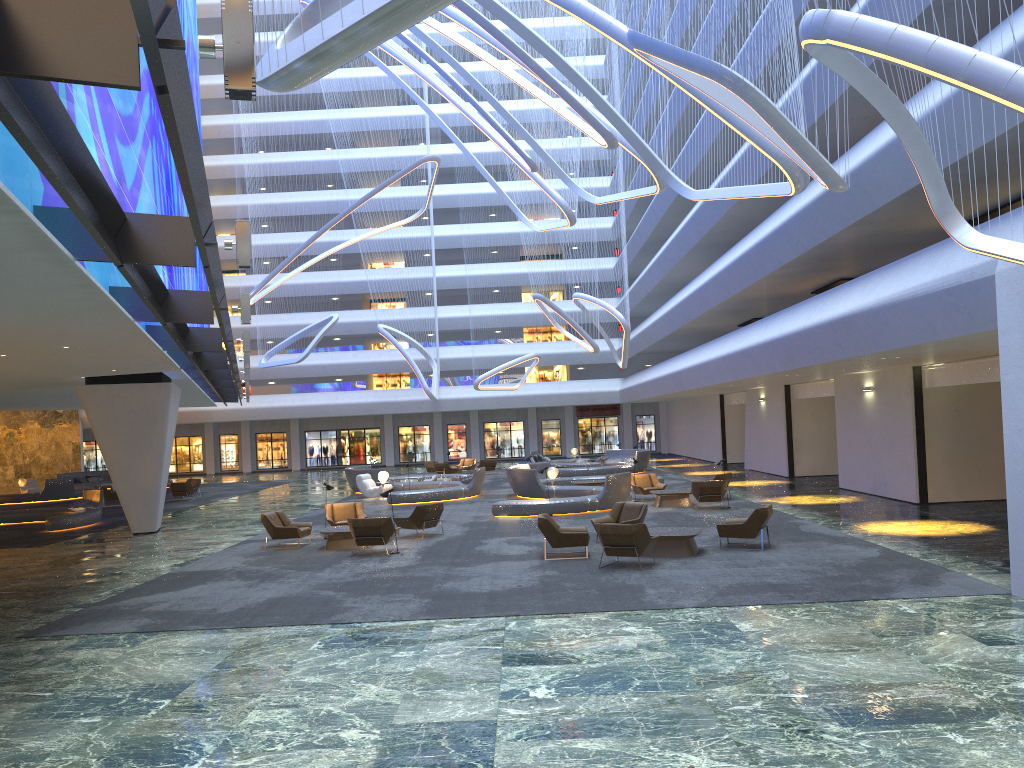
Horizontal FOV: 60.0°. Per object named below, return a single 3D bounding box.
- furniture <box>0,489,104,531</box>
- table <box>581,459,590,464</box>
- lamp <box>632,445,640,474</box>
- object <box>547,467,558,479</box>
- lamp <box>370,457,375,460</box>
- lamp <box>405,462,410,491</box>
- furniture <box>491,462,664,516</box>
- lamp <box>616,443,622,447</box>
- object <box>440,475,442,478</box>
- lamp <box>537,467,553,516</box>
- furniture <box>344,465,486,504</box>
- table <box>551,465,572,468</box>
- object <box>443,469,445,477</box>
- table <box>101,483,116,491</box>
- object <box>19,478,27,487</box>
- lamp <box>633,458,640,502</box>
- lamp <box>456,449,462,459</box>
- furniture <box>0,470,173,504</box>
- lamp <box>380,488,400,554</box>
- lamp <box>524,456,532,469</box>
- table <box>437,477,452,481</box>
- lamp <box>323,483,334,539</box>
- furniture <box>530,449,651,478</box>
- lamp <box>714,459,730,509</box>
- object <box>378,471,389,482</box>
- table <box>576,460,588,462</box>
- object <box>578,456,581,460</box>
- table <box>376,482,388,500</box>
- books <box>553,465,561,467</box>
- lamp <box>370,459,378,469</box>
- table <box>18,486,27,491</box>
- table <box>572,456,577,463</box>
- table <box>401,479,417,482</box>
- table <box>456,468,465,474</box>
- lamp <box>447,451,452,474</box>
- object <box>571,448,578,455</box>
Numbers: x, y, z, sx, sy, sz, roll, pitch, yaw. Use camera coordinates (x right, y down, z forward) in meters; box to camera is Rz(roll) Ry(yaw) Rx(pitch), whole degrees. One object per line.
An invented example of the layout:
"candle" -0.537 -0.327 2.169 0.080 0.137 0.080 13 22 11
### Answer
"furniture" -17.304 3.982 27.272 9.931 0.969 5.187 -3 -3 18
"table" 3.498 3.875 42.072 0.418 0.595 0.428 -3 -1 -3
"lamp" 5.446 3.299 38.726 0.202 1.300 0.384 -2 -1 -40
"object" 1.333 2.897 28.884 0.367 0.387 0.318 -3 -1 8
"lamp" -6.035 3.819 38.422 0.384 1.300 0.202 -3 -1 44
"lamp" -3.613 3.375 30.973 0.202 1.300 0.384 -2 -1 -24
"furniture" 1.681 3.129 27.908 5.188 0.969 9.930 -3 -3 17
"lamp" 5.208 3.490 42.777 0.384 1.300 0.202 -3 -1 0
"object" -2.897 3.758 36.127 0.071 0.118 0.151 -3 -2 11
"lamp" 0.865 2.825 23.305 0.384 1.300 0.202 -3 -1 18
"furniture" -3.842 3.640 33.651 5.184 0.969 9.937 -2 -3 -7
"table" 2.221 4.004 41.099 1.203 0.392 1.204 -3 -2 1
"object" -2.778 3.637 36.217 0.066 0.355 0.076 -2 -1 -32
"table" -20.420 5.222 44.856 0.671 0.406 0.674 -1 -3 -45
"object" -22.647 4.550 41.003 0.367 0.387 0.318 -3 -1 8
"lamp" 3.655 2.823 26.161 0.202 1.300 0.384 -3 -1 17
"lamp" -2.719 3.979 45.470 0.384 1.300 0.202 -2 -1 -38
"furniture" -21.072 4.845 42.736 5.188 0.969 9.930 -3 -3 17
"lamp" -2.434 2.727 17.644 0.384 1.300 0.202 -3 -1 18
"lamp" 0.623 3.204 31.551 0.384 1.300 0.202 -3 -1 18
"table" -2.675 4.008 36.103 0.673 0.406 0.672 -1 -3 -37
"lamp" -4.268 2.945 20.628 0.202 1.300 0.384 -3 -1 17
"furniture" 3.661 3.704 42.922 5.185 0.969 9.936 -3 -3 -3
"lamp" 5.489 2.605 23.177 0.384 1.300 0.202 -3 -1 18
"object" -4.559 3.283 31.421 0.366 0.387 0.318 -2 -1 -17
"table" 3.600 4.133 45.462 0.671 0.406 0.674 -3 -2 -3
"object" 3.493 3.809 45.533 0.131 0.252 0.103 -2 -1 -16
"table" -4.562 3.773 31.371 0.418 0.595 0.428 -2 -1 -25
"books" 2.119 3.793 41.065 0.395 0.039 0.301 -3 -3 15
"lamp" -5.622 3.694 36.045 0.384 1.300 0.202 -3 -1 -6
"table" -22.666 5.041 40.968 0.418 0.595 0.428 -3 -1 0
"table" 3.350 4.094 46.841 0.428 0.595 0.418 -4 -2 44
"table" -4.167 4.066 35.842 0.674 0.406 0.671 -3 -2 20
"table" -3.004 4.362 43.690 1.204 0.392 1.203 -4 -3 36
"lamp" -2.937 3.833 41.973 0.202 1.300 0.384 -2 -1 -37
"object" 3.398 3.667 48.158 0.366 0.387 0.318 -2 -1 -17
